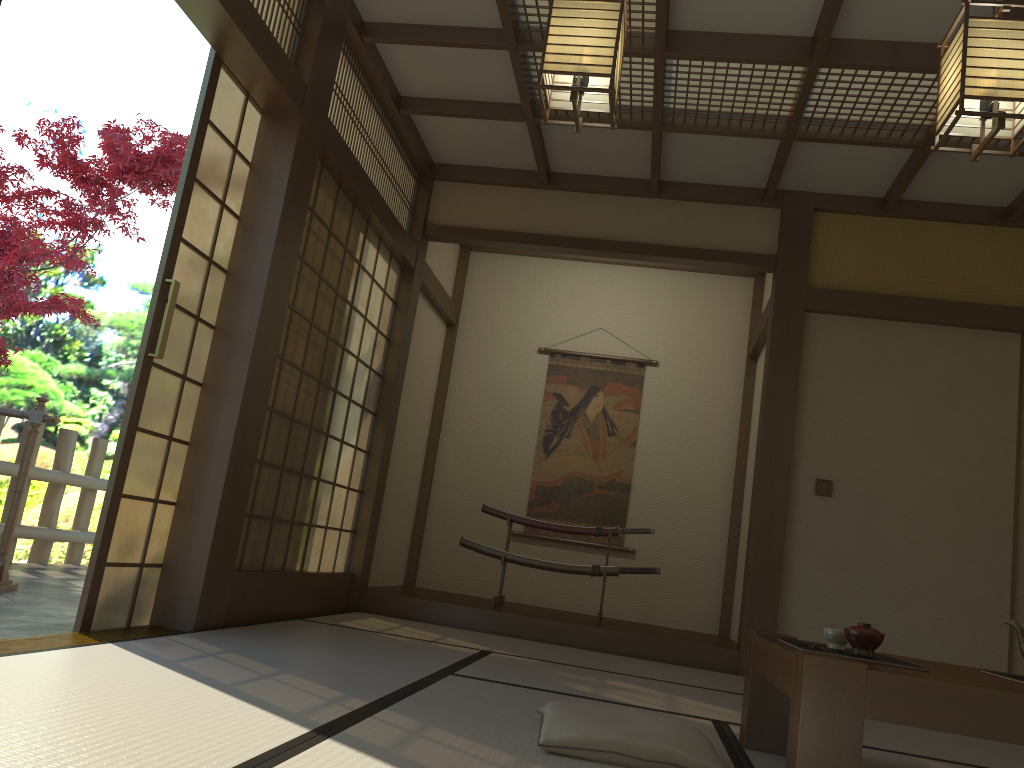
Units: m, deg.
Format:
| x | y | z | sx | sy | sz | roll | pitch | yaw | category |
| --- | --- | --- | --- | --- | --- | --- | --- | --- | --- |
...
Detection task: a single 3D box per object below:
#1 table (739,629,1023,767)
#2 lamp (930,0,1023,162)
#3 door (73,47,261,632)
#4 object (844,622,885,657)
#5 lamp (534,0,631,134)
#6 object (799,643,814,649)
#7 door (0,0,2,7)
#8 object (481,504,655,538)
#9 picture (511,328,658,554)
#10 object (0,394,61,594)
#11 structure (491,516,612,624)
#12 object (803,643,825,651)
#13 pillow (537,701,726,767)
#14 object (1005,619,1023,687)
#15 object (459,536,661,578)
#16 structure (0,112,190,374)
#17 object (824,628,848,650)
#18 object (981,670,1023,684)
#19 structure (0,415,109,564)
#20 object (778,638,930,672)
| x | y | z | sx | sy | sz | roll | pitch | yaw | category |
| --- | --- | --- | --- | --- | --- | --- | --- | --- | --- |
| 1.168 | 0.919 | 2.288 | 1.000 | 0.350 | 1.000 | 7 | -11 | 9 | table |
| 1.415 | -1.217 | 2.593 | 0.240 | 1.129 | 0.240 | 7 | -11 | 9 | lamp |
| -1.198 | -0.013 | 4.204 | 0.073 | 2.380 | 1.894 | 7 | -11 | 9 | door |
| 0.922 | 0.668 | 2.324 | 0.100 | 0.080 | 0.100 | 7 | -11 | 9 | object |
| 0.274 | -1.352 | 2.785 | 0.240 | 1.129 | 0.240 | 7 | -11 | 9 | lamp |
| 0.778 | 0.691 | 2.348 | 0.008 | 0.008 | 0.200 | 7 | -11 | 10 | object |
| -1.601 | -0.627 | 1.376 | 0.073 | 2.380 | 1.894 | 7 | -11 | 9 | door |
| 0.369 | 0.954 | 6.019 | 1.186 | 0.121 | 0.086 | 7 | -11 | 11 | object |
| 0.588 | 0.385 | 6.920 | 0.952 | 1.725 | 0.038 | 7 | -11 | 9 | picture |
| -3.023 | 0.495 | 4.663 | 1.045 | 1.061 | 0.368 | 11 | -11 | -11 | object |
| 0.287 | 1.250 | 6.012 | 0.712 | 0.604 | 0.446 | 7 | -11 | 9 | structure |
| 0.796 | 0.693 | 2.344 | 0.008 | 0.008 | 0.200 | 8 | -11 | 6 | object |
| 0.310 | 0.959 | 2.426 | 0.486 | 0.107 | 0.496 | 8 | -11 | 3 | pillow |
| 1.278 | 0.556 | 1.994 | 0.226 | 0.296 | 0.219 | 8 | -11 | 4 | object |
| 0.309 | 1.196 | 5.976 | 1.369 | 0.144 | 0.100 | 7 | -11 | 11 | object |
| -4.273 | -0.641 | 6.835 | 3.412 | 4.004 | 3.045 | 6 | -11 | 12 | structure |
| 0.913 | 0.717 | 2.491 | 0.074 | 0.052 | 0.073 | 17 | -14 | -36 | object |
| 1.454 | 0.793 | 2.307 | 0.300 | 0.007 | 0.400 | 7 | -11 | 9 | object |
| -3.968 | 0.230 | 3.729 | 0.245 | 1.136 | 7.456 | 7 | -11 | 10 | structure |
| 0.894 | 0.720 | 2.366 | 0.300 | 0.007 | 0.400 | 7 | -11 | 9 | object |
